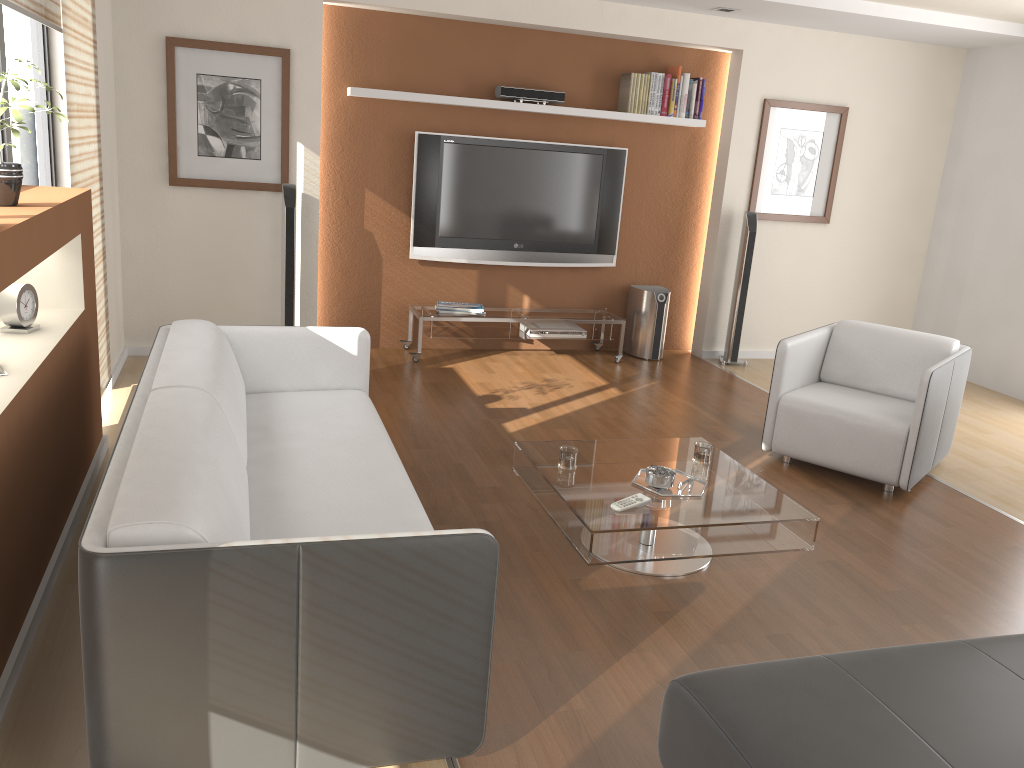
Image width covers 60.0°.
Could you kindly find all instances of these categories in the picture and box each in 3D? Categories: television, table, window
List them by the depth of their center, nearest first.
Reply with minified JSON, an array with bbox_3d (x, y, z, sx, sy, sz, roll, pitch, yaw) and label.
[{"bbox_3d":[0.558,0.514,3.570,0.900,0.300,0.900,0,16,-17],"label":"table"},{"bbox_3d":[-2.319,-0.959,4.233,0.010,2.162,0.889,0,16,-17],"label":"window"},{"bbox_3d":[0.055,-1.321,6.496,1.594,0.900,0.097,0,16,-17],"label":"television"}]

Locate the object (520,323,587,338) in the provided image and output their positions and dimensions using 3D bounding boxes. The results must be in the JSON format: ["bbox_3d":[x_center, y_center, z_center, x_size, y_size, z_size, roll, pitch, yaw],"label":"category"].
[{"bbox_3d":[0.306,-0.401,6.613,0.435,0.052,0.274,0,16,-17],"label":"object"}]

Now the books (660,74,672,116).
[{"bbox_3d":[1.103,-2.124,6.532,0.053,0.293,0.169,0,16,-17],"label":"books"}]

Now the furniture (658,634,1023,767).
[{"bbox_3d":[1.076,0.901,2.118,1.291,0.301,0.685,0,16,-17],"label":"furniture"}]

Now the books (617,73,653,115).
[{"bbox_3d":[0.895,-2.114,6.471,0.167,0.275,0.195,0,16,-17],"label":"books"}]

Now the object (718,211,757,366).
[{"bbox_3d":[1.749,-0.726,6.802,0.228,1.165,0.215,1,16,-12],"label":"object"}]

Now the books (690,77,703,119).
[{"bbox_3d":[1.349,-2.125,6.608,0.041,0.293,0.169,0,16,-17],"label":"books"}]

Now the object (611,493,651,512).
[{"bbox_3d":[0.428,0.430,3.214,0.158,0.029,0.064,-6,19,-35],"label":"object"}]

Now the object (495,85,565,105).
[{"bbox_3d":[0.128,-2.029,6.251,0.470,0.109,0.182,0,16,-17],"label":"object"}]

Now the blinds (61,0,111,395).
[{"bbox_3d":[-2.057,-0.966,4.310,0.001,2.200,0.980,0,16,-17],"label":"blinds"}]

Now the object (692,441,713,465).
[{"bbox_3d":[0.804,0.291,3.740,0.079,0.077,0.079,-4,17,-28],"label":"object"}]

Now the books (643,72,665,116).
[{"bbox_3d":[1.026,-2.125,6.511,0.104,0.295,0.146,0,16,-17],"label":"books"}]

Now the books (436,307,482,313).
[{"bbox_3d":[-0.373,-0.549,6.374,0.326,0.017,0.228,4,15,-1],"label":"books"}]

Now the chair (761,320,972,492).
[{"bbox_3d":[1.919,0.081,4.775,0.767,0.706,0.919,16,19,36],"label":"chair"}]

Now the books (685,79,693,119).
[{"bbox_3d":[1.281,-2.119,6.595,0.041,0.278,0.157,0,16,-17],"label":"books"}]

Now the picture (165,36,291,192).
[{"bbox_3d":[-1.778,-1.678,5.585,0.734,0.884,0.025,0,16,-17],"label":"picture"}]

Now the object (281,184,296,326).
[{"bbox_3d":[-1.467,-0.712,5.809,0.228,1.165,0.215,-2,17,-22],"label":"object"}]

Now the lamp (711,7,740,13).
[{"bbox_3d":[1.452,-2.577,6.004,0.146,0.087,0.146,0,16,-17],"label":"lamp"}]

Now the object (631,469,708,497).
[{"bbox_3d":[0.617,0.386,3.466,0.315,0.011,0.273,2,16,-10],"label":"object"}]

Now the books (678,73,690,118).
[{"bbox_3d":[1.242,-2.132,6.567,0.050,0.313,0.179,0,16,-17],"label":"books"}]

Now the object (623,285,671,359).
[{"bbox_3d":[1.070,-0.483,6.901,0.286,0.518,0.323,0,16,-17],"label":"object"}]

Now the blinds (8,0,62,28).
[{"bbox_3d":[-1.640,-1.475,2.950,0.001,0.441,1.432,0,16,-17],"label":"blinds"}]

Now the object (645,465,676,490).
[{"bbox_3d":[0.571,0.358,3.417,0.118,0.079,0.117,2,16,-10],"label":"object"}]

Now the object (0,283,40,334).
[{"bbox_3d":[-1.802,-0.281,3.241,0.096,0.176,0.160,4,15,-3],"label":"object"}]

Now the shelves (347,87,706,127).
[{"bbox_3d":[0.163,-1.954,6.288,2.612,0.050,0.200,0,16,-17],"label":"shelves"}]

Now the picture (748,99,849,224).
[{"bbox_3d":[2.196,-1.696,6.812,0.734,0.884,0.025,0,16,-17],"label":"picture"}]

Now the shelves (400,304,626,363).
[{"bbox_3d":[0.010,-0.370,6.557,1.617,0.340,0.444,0,16,-17],"label":"shelves"}]

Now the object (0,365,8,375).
[{"bbox_3d":[-1.639,-0.099,2.711,0.141,0.131,0.141,-8,20,-38],"label":"object"}]

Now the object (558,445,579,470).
[{"bbox_3d":[0.225,0.296,3.555,0.079,0.077,0.079,-4,17,-28],"label":"object"}]

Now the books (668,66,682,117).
[{"bbox_3d":[1.184,-2.155,6.547,0.028,0.358,0.169,0,16,-17],"label":"books"}]

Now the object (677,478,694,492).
[{"bbox_3d":[0.681,0.383,3.440,0.051,0.035,0.147,11,17,23],"label":"object"}]

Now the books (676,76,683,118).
[{"bbox_3d":[1.205,-2.124,6.564,0.022,0.293,0.167,0,16,-17],"label":"books"}]

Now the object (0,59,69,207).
[{"bbox_3d":[-1.658,-0.830,2.937,0.342,0.477,0.268,-3,17,-27],"label":"object"}]

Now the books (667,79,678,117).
[{"bbox_3d":[1.150,-2.108,6.541,0.041,0.266,0.186,0,16,-17],"label":"books"}]

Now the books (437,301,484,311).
[{"bbox_3d":[-0.372,-0.561,6.370,0.326,0.017,0.228,3,15,-6],"label":"books"}]

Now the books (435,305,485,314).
[{"bbox_3d":[-0.374,-0.537,6.377,0.326,0.017,0.228,1,16,-14],"label":"books"}]

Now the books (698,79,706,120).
[{"bbox_3d":[1.383,-2.121,6.619,0.029,0.286,0.169,0,16,-17],"label":"books"}]

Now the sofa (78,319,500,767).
[{"bbox_3d":[-0.799,0.316,3.038,0.919,0.661,2.238,0,16,-17],"label":"sofa"}]

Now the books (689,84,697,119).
[{"bbox_3d":[1.314,-2.103,6.603,0.028,0.248,0.169,0,16,-17],"label":"books"}]
